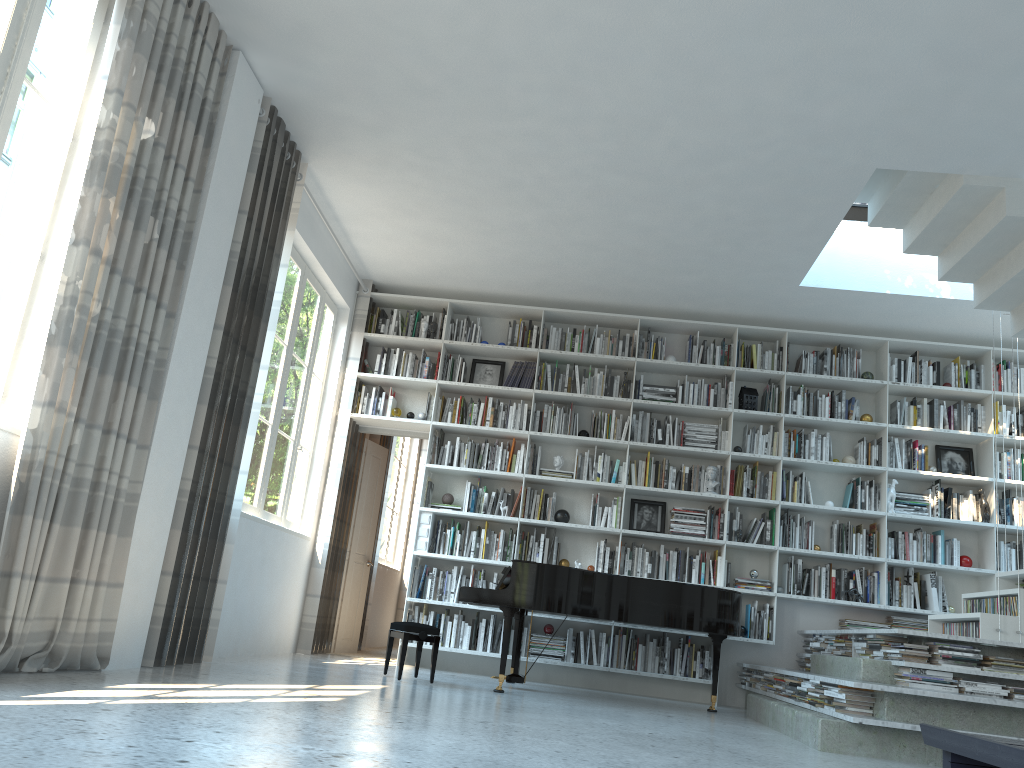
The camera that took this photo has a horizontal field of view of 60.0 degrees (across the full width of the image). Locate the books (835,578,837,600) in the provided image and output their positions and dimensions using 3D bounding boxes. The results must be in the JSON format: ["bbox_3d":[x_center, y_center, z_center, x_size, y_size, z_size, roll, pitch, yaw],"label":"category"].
[{"bbox_3d":[2.613,1.646,7.212,0.025,0.237,0.157,6,-15,5],"label":"books"}]

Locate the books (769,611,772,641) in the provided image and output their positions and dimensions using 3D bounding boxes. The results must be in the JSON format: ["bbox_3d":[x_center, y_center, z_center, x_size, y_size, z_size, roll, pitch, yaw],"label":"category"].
[{"bbox_3d":[2.045,1.929,7.071,0.013,0.232,0.149,6,-15,5],"label":"books"}]

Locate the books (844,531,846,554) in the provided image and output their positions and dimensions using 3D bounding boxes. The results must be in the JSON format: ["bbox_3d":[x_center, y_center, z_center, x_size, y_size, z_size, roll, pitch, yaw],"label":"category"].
[{"bbox_3d":[2.725,1.320,7.311,0.031,0.208,0.122,6,-15,5],"label":"books"}]

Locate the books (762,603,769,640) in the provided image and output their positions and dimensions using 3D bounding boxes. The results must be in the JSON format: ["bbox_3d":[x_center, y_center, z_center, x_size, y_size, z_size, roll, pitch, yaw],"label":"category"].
[{"bbox_3d":[2.016,1.899,7.074,0.021,0.284,0.173,6,-15,5],"label":"books"}]

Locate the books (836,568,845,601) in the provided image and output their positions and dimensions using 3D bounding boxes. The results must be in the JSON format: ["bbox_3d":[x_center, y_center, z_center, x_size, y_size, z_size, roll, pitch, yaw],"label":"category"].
[{"bbox_3d":[2.659,1.636,7.201,0.026,0.261,0.174,6,-15,5],"label":"books"}]

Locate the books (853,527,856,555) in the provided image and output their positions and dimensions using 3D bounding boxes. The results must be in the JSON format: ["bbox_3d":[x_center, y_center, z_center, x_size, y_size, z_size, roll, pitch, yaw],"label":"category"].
[{"bbox_3d":[2.800,1.308,7.300,0.030,0.243,0.136,6,-15,5],"label":"books"}]

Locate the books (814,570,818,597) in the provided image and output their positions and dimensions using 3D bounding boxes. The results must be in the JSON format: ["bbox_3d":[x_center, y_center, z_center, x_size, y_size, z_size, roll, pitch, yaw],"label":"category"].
[{"bbox_3d":[2.458,1.636,7.225,0.024,0.227,0.160,6,-15,5],"label":"books"}]

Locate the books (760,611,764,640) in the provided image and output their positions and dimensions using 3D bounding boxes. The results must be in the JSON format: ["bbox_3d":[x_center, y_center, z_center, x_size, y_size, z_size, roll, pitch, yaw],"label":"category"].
[{"bbox_3d":[1.986,1.927,7.078,0.012,0.225,0.149,6,-15,5],"label":"books"}]

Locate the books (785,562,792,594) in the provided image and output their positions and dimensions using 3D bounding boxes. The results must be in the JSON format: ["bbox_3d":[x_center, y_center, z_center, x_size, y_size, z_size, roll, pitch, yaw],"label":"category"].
[{"bbox_3d":[2.244,1.592,7.226,0.023,0.261,0.187,6,-15,5],"label":"books"}]

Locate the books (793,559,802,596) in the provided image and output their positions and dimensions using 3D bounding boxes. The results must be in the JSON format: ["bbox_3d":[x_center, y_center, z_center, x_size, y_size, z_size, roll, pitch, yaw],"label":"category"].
[{"bbox_3d":[2.320,1.584,7.224,0.030,0.293,0.189,6,-15,5],"label":"books"}]

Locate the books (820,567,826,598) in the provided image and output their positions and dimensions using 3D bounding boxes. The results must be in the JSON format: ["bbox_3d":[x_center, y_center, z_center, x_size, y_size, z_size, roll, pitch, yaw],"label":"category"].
[{"bbox_3d":[2.509,1.625,7.210,0.025,0.252,0.182,6,-15,5],"label":"books"}]

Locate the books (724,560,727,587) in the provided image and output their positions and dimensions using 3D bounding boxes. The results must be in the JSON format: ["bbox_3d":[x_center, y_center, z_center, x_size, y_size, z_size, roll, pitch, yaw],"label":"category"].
[{"bbox_3d":[1.740,1.567,7.295,0.027,0.228,0.141,6,-15,5],"label":"books"}]

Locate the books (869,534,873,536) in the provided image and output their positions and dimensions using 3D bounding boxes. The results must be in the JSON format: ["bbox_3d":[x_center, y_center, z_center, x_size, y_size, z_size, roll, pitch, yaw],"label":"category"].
[{"bbox_3d":[2.929,1.337,7.276,0.016,0.204,0.142,6,-15,5],"label":"books"}]

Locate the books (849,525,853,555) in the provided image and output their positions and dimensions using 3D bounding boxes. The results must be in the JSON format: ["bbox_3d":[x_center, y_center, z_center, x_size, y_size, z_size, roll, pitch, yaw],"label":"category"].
[{"bbox_3d":[2.762,1.293,7.275,0.018,0.250,0.184,6,-15,5],"label":"books"}]

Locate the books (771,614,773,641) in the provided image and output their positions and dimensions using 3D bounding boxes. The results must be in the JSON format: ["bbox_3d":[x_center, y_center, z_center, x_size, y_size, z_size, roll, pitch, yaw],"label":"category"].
[{"bbox_3d":[2.057,1.947,7.079,0.012,0.205,0.161,6,-15,5],"label":"books"}]

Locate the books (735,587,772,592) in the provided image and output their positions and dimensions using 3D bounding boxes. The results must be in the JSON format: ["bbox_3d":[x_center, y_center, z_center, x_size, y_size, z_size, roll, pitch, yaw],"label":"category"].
[{"bbox_3d":[1.944,1.675,7.186,0.285,0.012,0.160,5,-15,8],"label":"books"}]

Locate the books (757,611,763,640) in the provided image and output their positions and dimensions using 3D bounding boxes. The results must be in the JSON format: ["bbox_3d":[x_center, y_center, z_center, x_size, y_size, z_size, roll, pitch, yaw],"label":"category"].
[{"bbox_3d":[1.966,1.922,7.064,0.026,0.224,0.175,6,-15,5],"label":"books"}]

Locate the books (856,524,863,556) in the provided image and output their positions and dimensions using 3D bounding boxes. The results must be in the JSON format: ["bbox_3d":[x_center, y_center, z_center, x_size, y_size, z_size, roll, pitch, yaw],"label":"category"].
[{"bbox_3d":[2.851,1.293,7.279,0.006,0.273,0.173,6,-15,5],"label":"books"}]

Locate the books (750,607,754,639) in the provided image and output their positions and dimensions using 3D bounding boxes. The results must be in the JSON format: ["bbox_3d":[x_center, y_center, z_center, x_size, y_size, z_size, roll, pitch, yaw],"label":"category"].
[{"bbox_3d":[1.903,1.907,7.079,0.014,0.245,0.177,6,-15,5],"label":"books"}]

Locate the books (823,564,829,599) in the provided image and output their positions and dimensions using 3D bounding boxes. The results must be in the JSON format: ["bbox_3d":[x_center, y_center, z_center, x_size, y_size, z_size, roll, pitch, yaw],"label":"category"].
[{"bbox_3d":[2.555,1.619,7.228,0.012,0.284,0.160,6,-15,5],"label":"books"}]

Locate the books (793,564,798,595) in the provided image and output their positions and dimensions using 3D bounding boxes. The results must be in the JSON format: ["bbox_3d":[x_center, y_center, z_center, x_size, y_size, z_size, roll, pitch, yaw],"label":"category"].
[{"bbox_3d":[2.291,1.600,7.223,0.023,0.255,0.178,6,-15,5],"label":"books"}]

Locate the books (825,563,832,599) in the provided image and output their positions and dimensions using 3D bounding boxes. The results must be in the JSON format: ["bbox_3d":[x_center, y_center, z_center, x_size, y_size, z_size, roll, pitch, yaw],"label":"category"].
[{"bbox_3d":[2.566,1.610,7.207,0.012,0.292,0.175,6,-15,5],"label":"books"}]

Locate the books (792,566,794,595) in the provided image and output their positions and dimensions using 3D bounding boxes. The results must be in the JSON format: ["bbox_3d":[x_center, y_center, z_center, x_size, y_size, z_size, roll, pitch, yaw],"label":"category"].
[{"bbox_3d":[2.273,1.613,7.246,0.015,0.240,0.153,6,-15,5],"label":"books"}]

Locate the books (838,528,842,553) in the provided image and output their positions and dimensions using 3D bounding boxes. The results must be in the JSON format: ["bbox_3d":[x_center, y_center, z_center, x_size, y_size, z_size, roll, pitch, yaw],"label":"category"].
[{"bbox_3d":[2.677,1.304,7.285,0.015,0.215,0.178,6,-15,5],"label":"books"}]

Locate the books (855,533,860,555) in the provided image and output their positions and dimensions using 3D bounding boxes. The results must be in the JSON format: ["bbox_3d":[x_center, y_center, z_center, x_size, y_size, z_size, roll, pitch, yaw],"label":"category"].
[{"bbox_3d":[2.818,1.328,7.273,0.015,0.194,0.176,6,-15,5],"label":"books"}]

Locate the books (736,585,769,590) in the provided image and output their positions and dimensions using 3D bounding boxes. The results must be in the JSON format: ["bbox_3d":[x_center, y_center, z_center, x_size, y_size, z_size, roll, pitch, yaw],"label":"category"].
[{"bbox_3d":[1.947,1.652,7.194,0.254,0.012,0.161,4,-16,11],"label":"books"}]

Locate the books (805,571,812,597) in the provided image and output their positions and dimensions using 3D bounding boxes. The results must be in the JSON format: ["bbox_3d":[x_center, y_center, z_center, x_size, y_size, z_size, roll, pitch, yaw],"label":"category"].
[{"bbox_3d":[2.411,1.635,7.222,0.011,0.216,0.176,6,-15,5],"label":"books"}]

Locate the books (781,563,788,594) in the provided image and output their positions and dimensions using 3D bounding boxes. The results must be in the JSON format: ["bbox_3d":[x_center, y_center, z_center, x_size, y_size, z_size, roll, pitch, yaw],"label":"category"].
[{"bbox_3d":[2.227,1.600,7.246,0.012,0.253,0.161,6,-15,5],"label":"books"}]

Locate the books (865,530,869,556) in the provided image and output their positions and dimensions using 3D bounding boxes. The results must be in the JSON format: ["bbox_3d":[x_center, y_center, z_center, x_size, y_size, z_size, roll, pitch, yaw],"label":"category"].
[{"bbox_3d":[2.896,1.321,7.281,0.021,0.231,0.155,6,-15,5],"label":"books"}]

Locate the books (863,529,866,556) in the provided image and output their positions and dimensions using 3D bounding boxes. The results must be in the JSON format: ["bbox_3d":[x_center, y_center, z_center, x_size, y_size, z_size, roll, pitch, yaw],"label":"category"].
[{"bbox_3d":[2.860,1.315,7.271,0.018,0.229,0.182,6,-15,5],"label":"books"}]

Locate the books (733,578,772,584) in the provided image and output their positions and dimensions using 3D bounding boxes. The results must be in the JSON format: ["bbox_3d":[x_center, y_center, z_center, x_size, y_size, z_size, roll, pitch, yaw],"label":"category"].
[{"bbox_3d":[1.953,1.606,7.207,0.285,0.012,0.160,4,-15,9],"label":"books"}]

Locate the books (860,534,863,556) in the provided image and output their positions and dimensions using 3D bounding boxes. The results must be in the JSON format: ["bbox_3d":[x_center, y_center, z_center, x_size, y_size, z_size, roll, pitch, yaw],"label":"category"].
[{"bbox_3d":[2.834,1.334,7.265,0.019,0.182,0.191,6,-15,5],"label":"books"}]

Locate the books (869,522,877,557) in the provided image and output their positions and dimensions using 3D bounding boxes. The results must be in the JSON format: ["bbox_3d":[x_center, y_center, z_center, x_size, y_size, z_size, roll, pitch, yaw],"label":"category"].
[{"bbox_3d":[2.958,1.292,7.268,0.007,0.294,0.162,6,-15,5],"label":"books"}]

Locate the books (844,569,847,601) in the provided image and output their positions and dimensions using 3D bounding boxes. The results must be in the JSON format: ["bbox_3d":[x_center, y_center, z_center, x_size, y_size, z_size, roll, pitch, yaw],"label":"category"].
[{"bbox_3d":[2.685,1.640,7.206,0.026,0.262,0.170,6,-15,5],"label":"books"}]

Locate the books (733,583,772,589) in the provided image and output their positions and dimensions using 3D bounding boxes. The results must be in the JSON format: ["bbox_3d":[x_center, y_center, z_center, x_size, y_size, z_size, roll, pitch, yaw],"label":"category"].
[{"bbox_3d":[1.948,1.640,7.195,0.285,0.012,0.160,5,-15,8],"label":"books"}]

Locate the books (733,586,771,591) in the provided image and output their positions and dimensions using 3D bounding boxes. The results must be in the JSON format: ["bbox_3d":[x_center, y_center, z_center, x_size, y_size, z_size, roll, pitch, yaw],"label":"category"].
[{"bbox_3d":[1.946,1.665,7.194,0.285,0.012,0.160,4,-15,10],"label":"books"}]

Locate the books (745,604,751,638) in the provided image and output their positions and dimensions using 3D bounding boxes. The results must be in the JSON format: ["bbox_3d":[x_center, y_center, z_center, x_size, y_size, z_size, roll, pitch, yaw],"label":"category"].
[{"bbox_3d":[1.883,1.899,7.092,0.005,0.263,0.163,6,-15,5],"label":"books"}]

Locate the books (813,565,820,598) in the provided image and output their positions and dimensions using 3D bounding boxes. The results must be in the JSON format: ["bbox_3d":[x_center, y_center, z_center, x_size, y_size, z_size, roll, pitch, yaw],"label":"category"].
[{"bbox_3d":[2.479,1.618,7.225,0.014,0.267,0.172,6,-15,5],"label":"books"}]

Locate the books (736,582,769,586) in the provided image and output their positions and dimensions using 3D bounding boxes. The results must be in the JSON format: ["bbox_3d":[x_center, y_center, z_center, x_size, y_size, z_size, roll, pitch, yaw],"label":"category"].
[{"bbox_3d":[1.950,1.630,7.202,0.254,0.012,0.161,4,-15,10],"label":"books"}]

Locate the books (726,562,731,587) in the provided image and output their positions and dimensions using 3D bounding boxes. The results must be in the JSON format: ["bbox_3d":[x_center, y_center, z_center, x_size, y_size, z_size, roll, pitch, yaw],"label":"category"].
[{"bbox_3d":[1.768,1.579,7.292,0.030,0.210,0.137,6,-15,5],"label":"books"}]

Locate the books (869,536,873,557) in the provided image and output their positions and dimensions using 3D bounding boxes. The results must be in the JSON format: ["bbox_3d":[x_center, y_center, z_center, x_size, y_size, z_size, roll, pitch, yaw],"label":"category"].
[{"bbox_3d":[2.910,1.340,7.247,0.016,0.180,0.190,6,-15,5],"label":"books"}]

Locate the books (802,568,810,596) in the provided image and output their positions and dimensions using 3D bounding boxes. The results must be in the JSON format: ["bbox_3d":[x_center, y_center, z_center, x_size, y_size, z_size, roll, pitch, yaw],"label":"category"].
[{"bbox_3d":[2.374,1.624,7.226,0.065,0.230,0.162,6,-15,5],"label":"books"}]

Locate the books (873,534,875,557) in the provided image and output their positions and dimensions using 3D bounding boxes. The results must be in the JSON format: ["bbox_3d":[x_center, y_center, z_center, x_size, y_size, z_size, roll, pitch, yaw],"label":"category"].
[{"bbox_3d":[2.943,1.337,7.265,0.013,0.203,0.159,6,-15,5],"label":"books"}]

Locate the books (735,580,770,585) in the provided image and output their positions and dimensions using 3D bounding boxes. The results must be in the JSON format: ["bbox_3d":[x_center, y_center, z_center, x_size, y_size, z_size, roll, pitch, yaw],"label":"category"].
[{"bbox_3d":[1.950,1.615,7.195,0.254,0.012,0.161,6,-15,5],"label":"books"}]

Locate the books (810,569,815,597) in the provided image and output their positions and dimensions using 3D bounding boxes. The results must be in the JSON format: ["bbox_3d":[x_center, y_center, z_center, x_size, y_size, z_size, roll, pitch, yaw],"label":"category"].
[{"bbox_3d":[2.433,1.631,7.232,0.029,0.234,0.143,6,-15,5],"label":"books"}]

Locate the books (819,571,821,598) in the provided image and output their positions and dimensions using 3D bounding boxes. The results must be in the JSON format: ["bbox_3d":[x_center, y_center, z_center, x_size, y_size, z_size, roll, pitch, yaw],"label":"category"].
[{"bbox_3d":[2.490,1.643,7.223,0.012,0.220,0.153,6,-15,5],"label":"books"}]

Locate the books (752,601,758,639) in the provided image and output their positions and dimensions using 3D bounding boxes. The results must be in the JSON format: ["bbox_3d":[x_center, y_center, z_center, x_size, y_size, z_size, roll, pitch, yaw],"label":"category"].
[{"bbox_3d":[1.931,1.889,7.102,0.032,0.299,0.149,6,-15,5],"label":"books"}]

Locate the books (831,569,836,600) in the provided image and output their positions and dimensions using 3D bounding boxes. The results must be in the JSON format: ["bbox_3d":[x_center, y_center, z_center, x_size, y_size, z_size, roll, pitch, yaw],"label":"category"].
[{"bbox_3d":[2.585,1.636,7.201,0.031,0.243,0.185,6,-15,5],"label":"books"}]

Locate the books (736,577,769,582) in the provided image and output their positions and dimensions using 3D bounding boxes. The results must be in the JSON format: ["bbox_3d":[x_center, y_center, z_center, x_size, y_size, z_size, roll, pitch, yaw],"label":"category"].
[{"bbox_3d":[1.953,1.592,7.203,0.254,0.012,0.161,3,-16,14],"label":"books"}]

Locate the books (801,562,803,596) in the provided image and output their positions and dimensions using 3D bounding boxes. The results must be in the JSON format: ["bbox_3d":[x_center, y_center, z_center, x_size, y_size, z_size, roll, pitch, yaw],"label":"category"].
[{"bbox_3d":[2.339,1.597,7.229,0.010,0.276,0.174,6,-15,5],"label":"books"}]

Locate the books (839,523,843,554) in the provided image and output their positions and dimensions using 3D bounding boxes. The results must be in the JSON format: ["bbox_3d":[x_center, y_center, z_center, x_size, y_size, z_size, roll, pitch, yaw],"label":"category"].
[{"bbox_3d":[2.696,1.287,7.303,0.015,0.261,0.150,6,-15,5],"label":"books"}]

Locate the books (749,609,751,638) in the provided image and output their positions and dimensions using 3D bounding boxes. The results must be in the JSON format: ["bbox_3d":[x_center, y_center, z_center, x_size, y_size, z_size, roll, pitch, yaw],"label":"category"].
[{"bbox_3d":[1.890,1.919,7.095,0.012,0.228,0.130,6,-15,5],"label":"books"}]

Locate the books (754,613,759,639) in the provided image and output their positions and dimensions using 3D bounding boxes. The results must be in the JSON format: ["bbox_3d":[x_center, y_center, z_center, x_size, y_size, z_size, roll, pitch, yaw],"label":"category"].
[{"bbox_3d":[1.947,1.937,7.086,0.013,0.202,0.139,6,-15,5],"label":"books"}]

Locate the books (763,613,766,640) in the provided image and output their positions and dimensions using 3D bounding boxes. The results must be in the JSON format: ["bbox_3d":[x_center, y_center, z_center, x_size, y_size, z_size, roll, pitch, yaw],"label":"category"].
[{"bbox_3d":[1.995,1.931,7.059,0.011,0.211,0.179,6,-15,5],"label":"books"}]

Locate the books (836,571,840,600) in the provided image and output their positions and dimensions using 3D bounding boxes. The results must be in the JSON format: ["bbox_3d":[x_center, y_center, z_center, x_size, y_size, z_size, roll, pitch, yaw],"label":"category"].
[{"bbox_3d":[2.636,1.648,7.217,0.021,0.242,0.131,6,-15,5],"label":"books"}]

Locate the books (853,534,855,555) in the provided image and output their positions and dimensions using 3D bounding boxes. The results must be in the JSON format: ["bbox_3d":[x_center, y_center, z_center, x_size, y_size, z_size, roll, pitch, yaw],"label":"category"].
[{"bbox_3d":[2.776,1.328,7.265,0.018,0.181,0.182,6,-15,5],"label":"books"}]

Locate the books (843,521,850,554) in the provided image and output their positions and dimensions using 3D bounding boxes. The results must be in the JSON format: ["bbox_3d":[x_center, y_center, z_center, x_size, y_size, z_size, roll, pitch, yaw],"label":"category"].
[{"bbox_3d":[2.753,1.283,7.306,0.007,0.284,0.160,6,-15,5],"label":"books"}]

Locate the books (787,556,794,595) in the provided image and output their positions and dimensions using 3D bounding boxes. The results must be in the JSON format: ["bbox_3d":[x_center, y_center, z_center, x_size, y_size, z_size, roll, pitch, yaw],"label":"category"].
[{"bbox_3d":[2.264,1.568,7.233,0.010,0.315,0.187,6,-15,5],"label":"books"}]

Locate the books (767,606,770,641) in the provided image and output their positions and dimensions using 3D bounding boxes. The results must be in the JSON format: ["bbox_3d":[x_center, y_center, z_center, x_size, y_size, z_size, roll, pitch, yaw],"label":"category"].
[{"bbox_3d":[2.035,1.913,7.091,0.015,0.270,0.158,6,-15,5],"label":"books"}]
